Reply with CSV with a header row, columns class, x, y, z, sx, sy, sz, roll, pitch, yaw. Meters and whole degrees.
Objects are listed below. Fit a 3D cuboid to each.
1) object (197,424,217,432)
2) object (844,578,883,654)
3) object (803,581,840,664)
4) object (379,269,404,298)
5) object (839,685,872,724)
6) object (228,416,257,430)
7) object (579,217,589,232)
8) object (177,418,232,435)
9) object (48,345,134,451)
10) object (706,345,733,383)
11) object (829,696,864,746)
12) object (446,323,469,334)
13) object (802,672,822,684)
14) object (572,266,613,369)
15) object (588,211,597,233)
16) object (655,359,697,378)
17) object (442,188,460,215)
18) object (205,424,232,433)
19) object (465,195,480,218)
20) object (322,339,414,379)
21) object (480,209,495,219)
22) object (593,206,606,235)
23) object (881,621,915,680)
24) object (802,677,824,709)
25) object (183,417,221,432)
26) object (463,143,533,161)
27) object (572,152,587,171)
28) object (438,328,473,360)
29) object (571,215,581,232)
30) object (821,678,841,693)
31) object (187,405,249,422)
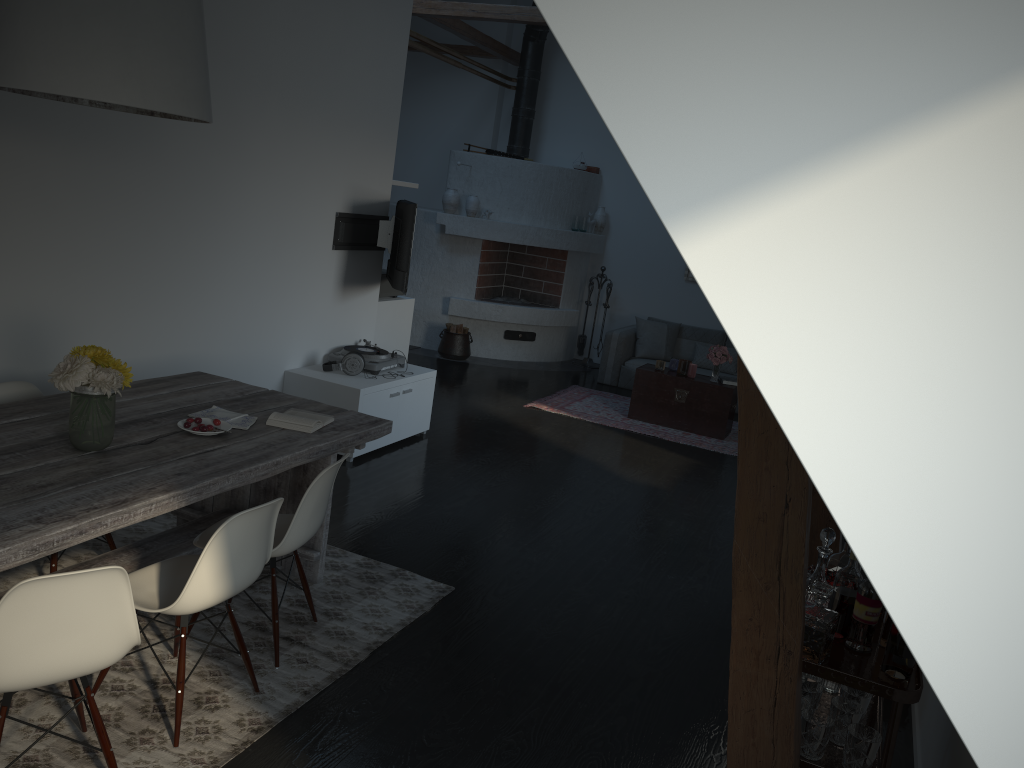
class,x,y,z,sx,sy,sz,roll,pitch,yaw
object,-1.198,0.173,3.497,0.110,0.011,0.058,14,13,25
object,1.047,0.620,2.590,0.080,0.329,0.080,11,12,12
object,0.858,0.669,2.509,0.101,0.211,0.101,17,14,36
object,-1.176,-0.833,7.245,0.435,0.211,0.496,13,12,20
object,1.065,1.010,2.777,0.095,0.119,0.095,5,12,-16
object,-1.162,0.149,3.675,0.182,0.014,0.185,8,12,-4
object,0.861,-1.910,10.625,0.092,0.180,0.092,-3,16,-44
object,-1.214,0.173,3.503,0.205,0.024,0.205,11,12,13
object,-1.461,0.045,3.080,0.233,0.365,0.293,7,12,-8
object,1.908,-0.198,8.230,0.234,0.351,0.235,5,12,-18
object,0.999,1.021,2.675,0.095,0.119,0.095,5,12,-16
object,-0.658,-0.534,10.144,0.240,0.370,0.270,13,12,20
object,0.945,0.984,2.865,0.092,0.099,0.092,8,12,-1
object,1.020,-0.826,10.863,0.376,1.245,0.376,9,12,1
object,0.961,-1.956,10.734,0.150,0.258,0.081,1,14,-34
object,1.582,-0.172,8.407,0.413,0.138,0.215,16,14,32
object,-0.700,-2.076,10.136,0.203,0.314,0.203,10,12,5
object,-1.160,0.174,3.487,0.194,0.022,0.019,17,14,36
object,-0.453,-2.007,10.078,0.158,0.274,0.158,2,13,-29
object,-1.025,-0.178,6.387,0.558,0.162,0.742,12,12,18
object,-0.276,-1.935,10.084,0.161,0.114,0.064,14,13,23
object,1.072,-1.992,10.880,0.165,0.368,0.165,7,12,-6
object,1.105,0.666,2.472,0.081,0.308,0.081,11,12,13
object,0.910,0.989,2.763,0.095,0.119,0.095,5,12,-16
object,-1.228,0.160,3.496,0.132,0.034,0.144,7,12,-7
object,-0.153,-2.662,10.207,0.783,0.094,0.311,10,12,7
object,0.825,-2.677,10.658,0.231,0.221,0.066,0,15,-37
object,-0.651,-0.453,10.173,0.384,0.313,0.384,-2,15,-41
object,0.759,-1.899,10.500,0.092,0.180,0.092,-1,15,-40
object,1.084,0.952,2.980,0.087,0.155,0.087,7,12,-6
object,-1.232,0.129,3.720,0.182,0.016,0.179,12,12,16
